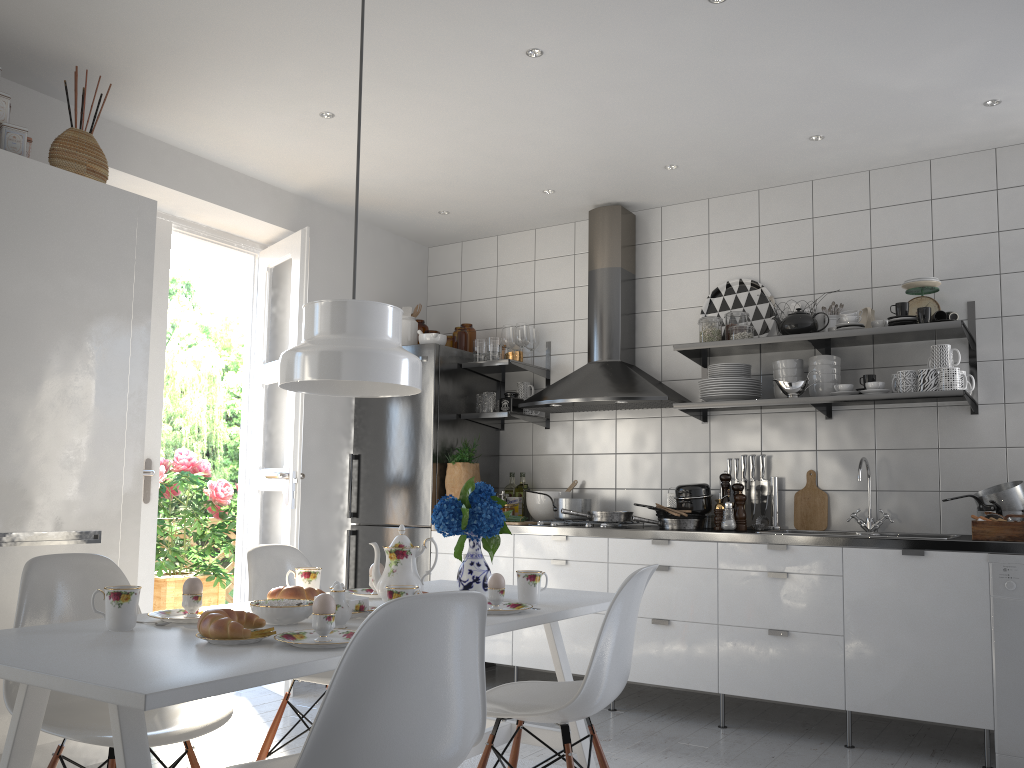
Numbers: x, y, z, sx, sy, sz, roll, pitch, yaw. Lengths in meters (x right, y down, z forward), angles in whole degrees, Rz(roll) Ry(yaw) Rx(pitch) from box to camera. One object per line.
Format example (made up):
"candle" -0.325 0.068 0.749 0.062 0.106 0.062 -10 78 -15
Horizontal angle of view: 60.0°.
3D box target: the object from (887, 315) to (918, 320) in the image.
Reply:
"object" 1.684 -0.276 3.822 0.121 0.023 0.121 3 -8 -17

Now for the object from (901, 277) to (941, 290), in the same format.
"object" 1.841 -0.445 3.988 0.163 0.046 0.165 2 -7 -8

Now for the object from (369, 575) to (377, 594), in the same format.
"object" -0.419 0.621 2.741 0.048 0.057 0.048 3 -6 -17

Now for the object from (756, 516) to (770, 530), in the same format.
"object" 1.222 0.674 4.309 0.069 0.068 0.029 -4 -7 37

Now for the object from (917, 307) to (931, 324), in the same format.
"object" 1.749 -0.284 3.748 0.055 0.077 0.070 1 -6 -4

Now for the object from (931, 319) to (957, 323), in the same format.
"object" 1.832 -0.253 3.766 0.121 0.021 0.121 -5 -9 37

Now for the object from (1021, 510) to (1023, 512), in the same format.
"object" 2.203 0.543 3.529 0.246 0.080 0.357 -5 -9 40

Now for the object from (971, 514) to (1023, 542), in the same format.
"object" 1.955 0.554 3.417 0.301 0.100 0.211 -4 -9 35

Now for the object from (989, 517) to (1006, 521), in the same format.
"object" 1.929 0.553 3.376 0.030 0.084 0.221 4 -8 -32

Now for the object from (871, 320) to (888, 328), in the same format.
"object" 1.638 -0.254 3.939 0.079 0.047 0.083 -6 -10 45

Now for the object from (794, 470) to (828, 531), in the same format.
"object" 1.441 0.559 4.273 0.157 0.293 0.047 -3 -6 32

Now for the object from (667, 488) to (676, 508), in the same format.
"object" 0.847 0.632 4.548 0.101 0.201 0.081 -1 -6 22

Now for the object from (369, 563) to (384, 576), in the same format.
"object" -0.418 0.584 2.744 0.048 0.062 0.048 -4 -7 36

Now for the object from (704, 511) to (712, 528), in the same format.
"object" 0.963 0.632 4.531 0.081 0.200 0.101 5 -7 -37

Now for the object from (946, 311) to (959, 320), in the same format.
"object" 1.855 -0.285 3.765 0.069 0.058 0.083 0 -7 10

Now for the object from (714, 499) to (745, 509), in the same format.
"object" 1.063 0.639 4.351 0.116 0.144 0.128 3 -6 -19

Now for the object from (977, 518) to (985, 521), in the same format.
"object" 1.823 0.544 3.427 0.049 0.048 0.048 -5 -9 43

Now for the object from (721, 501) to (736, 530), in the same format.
"object" 1.008 0.614 4.125 0.069 0.134 0.069 0 -6 12

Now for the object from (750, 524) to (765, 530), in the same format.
"object" 1.180 0.685 4.255 0.072 0.031 0.070 -4 -8 32

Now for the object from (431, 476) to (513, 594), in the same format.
"object" -0.124 0.476 2.774 0.266 0.375 0.237 -3 -7 34

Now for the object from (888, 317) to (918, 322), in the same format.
"object" 1.687 -0.267 3.820 0.121 0.023 0.121 4 -8 -26

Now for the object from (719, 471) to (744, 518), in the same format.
"object" 1.055 0.557 4.254 0.123 0.282 0.061 -3 -7 37

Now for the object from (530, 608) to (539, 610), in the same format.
"object" 0.017 0.626 2.501 0.140 0.011 0.032 -4 -9 36

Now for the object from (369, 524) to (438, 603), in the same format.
"object" -0.304 0.506 2.468 0.140 0.229 0.149 6 -8 -39

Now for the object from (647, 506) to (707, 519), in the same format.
"object" 0.771 0.634 4.289 0.347 0.082 0.244 3 -7 -16

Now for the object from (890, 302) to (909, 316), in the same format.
"object" 1.680 -0.310 3.831 0.055 0.078 0.071 5 -8 -37

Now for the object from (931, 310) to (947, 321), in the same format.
"object" 1.818 -0.278 3.774 0.069 0.058 0.080 0 -7 5

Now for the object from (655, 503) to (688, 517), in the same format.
"object" 0.758 0.601 4.236 0.059 0.060 0.335 2 -7 -10

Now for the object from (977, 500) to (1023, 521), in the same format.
"object" 2.035 0.556 3.634 0.200 0.153 0.349 -1 -7 17

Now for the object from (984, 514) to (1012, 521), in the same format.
"object" 1.914 0.564 3.509 0.118 0.099 0.085 -2 -7 26

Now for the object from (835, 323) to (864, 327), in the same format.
"object" 1.506 -0.253 3.951 0.121 0.024 0.121 -3 -8 28

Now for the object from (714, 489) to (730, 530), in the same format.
"object" 0.995 0.593 4.191 0.080 0.191 0.058 -1 -6 21

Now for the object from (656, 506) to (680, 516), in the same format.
"object" 0.742 0.607 4.233 0.064 0.044 0.336 1 -7 -1

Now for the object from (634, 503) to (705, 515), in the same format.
"object" 0.782 0.619 4.283 0.246 0.080 0.357 -5 -9 40

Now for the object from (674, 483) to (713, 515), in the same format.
"object" 0.879 0.559 4.298 0.190 0.158 0.198 2 -7 -6

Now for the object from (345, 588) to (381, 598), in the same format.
"object" -0.420 0.648 2.739 0.201 0.016 0.201 -5 -9 37

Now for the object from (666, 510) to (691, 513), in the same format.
"object" 0.789 0.615 4.256 0.065 0.021 0.337 1 -7 -4

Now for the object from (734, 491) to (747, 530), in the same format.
"object" 1.073 0.595 4.165 0.058 0.183 0.058 4 -6 -29

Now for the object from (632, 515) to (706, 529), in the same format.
"object" 0.765 0.672 4.315 0.351 0.060 0.233 -1 -7 11

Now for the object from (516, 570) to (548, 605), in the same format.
"object" 0.052 0.597 2.600 0.078 0.095 0.091 -2 -7 26

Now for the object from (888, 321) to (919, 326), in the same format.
"object" 1.686 -0.248 3.818 0.121 0.021 0.121 0 -7 10

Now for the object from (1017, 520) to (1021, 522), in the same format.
"object" 1.961 0.560 3.460 0.054 0.059 0.068 -2 -7 28

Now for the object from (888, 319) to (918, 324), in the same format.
"object" 1.685 -0.257 3.820 0.121 0.021 0.121 -5 -9 37

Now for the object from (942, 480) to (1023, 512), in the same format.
"object" 1.978 0.488 3.723 0.371 0.168 0.203 0 -7 10

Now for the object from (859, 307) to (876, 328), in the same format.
"object" 1.637 -0.278 4.099 0.116 0.151 0.128 4 -7 -31

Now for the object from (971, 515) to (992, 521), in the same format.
"object" 1.875 0.553 3.414 0.030 0.093 0.217 4 -8 -31

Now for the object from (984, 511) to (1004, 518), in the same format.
"object" 2.012 0.558 3.489 0.266 0.106 0.048 -3 -7 29
